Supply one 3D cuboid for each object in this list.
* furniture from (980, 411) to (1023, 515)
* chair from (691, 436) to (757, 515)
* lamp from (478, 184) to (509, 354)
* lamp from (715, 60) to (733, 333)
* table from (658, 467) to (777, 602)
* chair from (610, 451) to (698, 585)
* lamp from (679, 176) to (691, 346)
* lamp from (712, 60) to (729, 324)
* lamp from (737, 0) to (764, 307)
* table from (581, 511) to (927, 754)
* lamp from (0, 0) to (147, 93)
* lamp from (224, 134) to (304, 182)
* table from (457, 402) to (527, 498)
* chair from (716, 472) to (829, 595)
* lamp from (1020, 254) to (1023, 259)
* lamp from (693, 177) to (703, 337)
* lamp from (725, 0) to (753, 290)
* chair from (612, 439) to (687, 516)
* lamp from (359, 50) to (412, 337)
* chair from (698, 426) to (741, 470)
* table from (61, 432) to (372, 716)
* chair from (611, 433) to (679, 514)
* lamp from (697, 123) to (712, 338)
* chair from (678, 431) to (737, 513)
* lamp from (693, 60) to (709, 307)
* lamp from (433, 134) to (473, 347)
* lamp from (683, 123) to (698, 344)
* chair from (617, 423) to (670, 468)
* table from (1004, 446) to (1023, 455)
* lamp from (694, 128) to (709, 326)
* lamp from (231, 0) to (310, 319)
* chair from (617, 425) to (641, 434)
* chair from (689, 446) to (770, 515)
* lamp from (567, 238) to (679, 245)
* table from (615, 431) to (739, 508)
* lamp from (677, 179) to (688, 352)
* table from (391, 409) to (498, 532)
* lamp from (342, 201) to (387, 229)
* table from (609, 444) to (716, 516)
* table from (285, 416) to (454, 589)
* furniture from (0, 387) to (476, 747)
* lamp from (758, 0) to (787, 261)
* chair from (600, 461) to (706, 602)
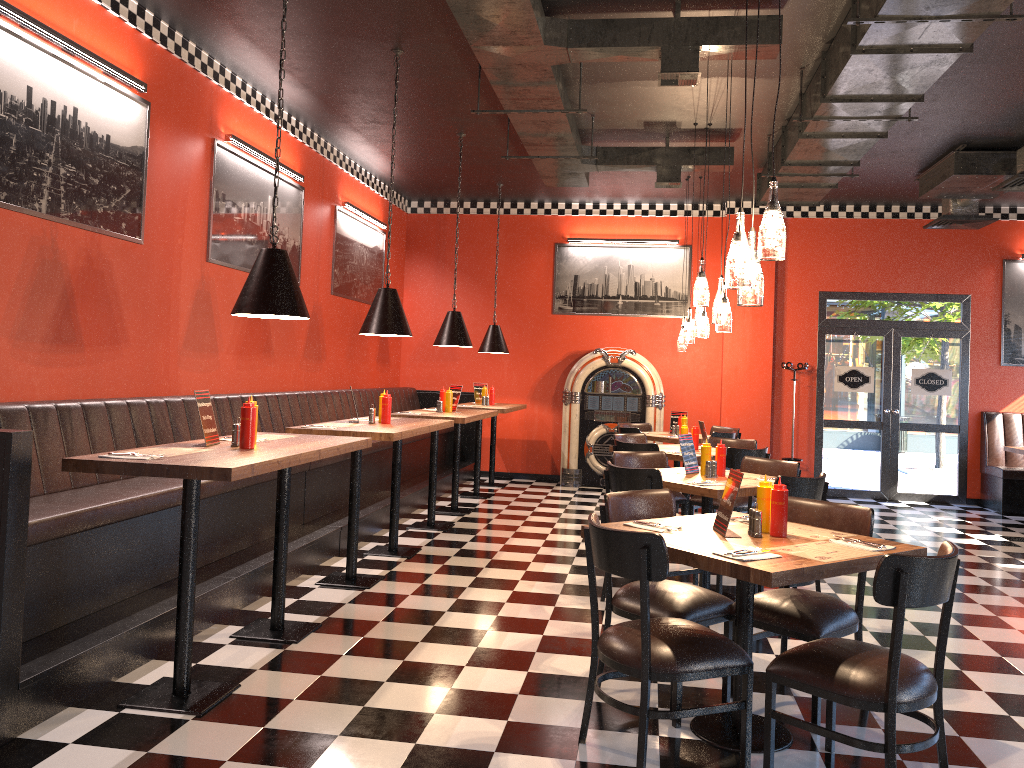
[{"bbox_3d":[6.499,0.938,10.328,1.709,1.156,0.705,2,-1,9],"label":"furniture"},{"bbox_3d":[1.939,0.934,8.073,0.486,0.868,0.544,1,-1,32],"label":"chair"},{"bbox_3d":[-0.183,-1.398,10.711,0.381,2.047,0.382,4,-2,-40],"label":"lamp"},{"bbox_3d":[1.396,-1.315,5.723,0.108,1.968,0.108,2,-2,21],"label":"lamp"},{"bbox_3d":[1.257,0.985,5.697,0.955,0.775,0.960,2,0,-36],"label":"table"},{"bbox_3d":[0.967,0.921,6.187,0.486,0.868,0.544,3,-1,-27],"label":"chair"},{"bbox_3d":[1.945,-1.406,9.887,0.108,1.968,0.108,4,-2,-39],"label":"lamp"},{"bbox_3d":[1.403,-1.375,5.848,0.108,1.968,0.108,4,-2,-39],"label":"lamp"},{"bbox_3d":[1.015,-1.303,3.668,0.108,1.968,0.108,3,-2,-34],"label":"lamp"},{"bbox_3d":[0.941,1.001,3.559,0.959,0.775,0.957,2,0,-36],"label":"table"},{"bbox_3d":[-2.488,-1.891,4.972,0.081,0.056,1.443,2,1,9],"label":"lamp"},{"bbox_3d":[-2.089,-1.909,7.559,0.081,0.056,1.443,2,1,9],"label":"lamp"},{"bbox_3d":[-0.305,0.751,10.462,0.696,1.001,1.690,2,0,9],"label":"table"},{"bbox_3d":[1.588,0.956,5.326,0.486,0.868,0.544,3,-1,-39],"label":"chair"},{"bbox_3d":[6.495,-1.538,10.741,0.610,0.056,0.081,2,0,9],"label":"lamp"},{"bbox_3d":[2.080,-1.513,9.891,0.108,1.968,0.108,1,-2,41],"label":"lamp"},{"bbox_3d":[0.943,-1.364,3.572,0.108,1.968,0.108,2,-2,-4],"label":"lamp"},{"bbox_3d":[1.134,0.911,7.483,0.544,0.868,0.486,3,-2,-41],"label":"chair"},{"bbox_3d":[-0.859,-1.368,6.333,0.381,2.047,0.382,4,-2,-40],"label":"lamp"},{"bbox_3d":[2.303,0.922,10.119,0.544,0.868,0.486,3,-1,-26],"label":"chair"},{"bbox_3d":[-1.277,0.794,4.171,0.696,1.001,1.690,2,0,9],"label":"table"},{"bbox_3d":[1.198,0.904,8.194,0.486,0.868,0.545,3,-2,-44],"label":"chair"},{"bbox_3d":[1.716,-1.388,7.814,0.108,1.968,0.108,3,-2,-9],"label":"lamp"},{"bbox_3d":[2.093,0.923,9.423,0.545,0.868,0.485,1,-2,41],"label":"chair"},{"bbox_3d":[1.277,-1.493,5.851,0.108,1.968,0.108,3,-2,-19],"label":"lamp"},{"bbox_3d":[-0.525,-1.383,8.497,0.381,2.047,0.382,4,-2,-40],"label":"lamp"},{"bbox_3d":[1.591,-1.334,7.817,0.108,1.968,0.108,2,-2,21],"label":"lamp"},{"bbox_3d":[1.481,0.890,10.162,0.486,0.868,0.544,3,-1,-27],"label":"chair"},{"bbox_3d":[6.356,1.134,9.491,1.692,0.775,0.955,2,0,9],"label":"table"},{"bbox_3d":[1.720,-1.502,7.948,0.108,1.968,0.108,3,-2,-34],"label":"lamp"},{"bbox_3d":[-1.155,-1.355,4.419,0.381,2.047,0.382,4,-2,-40],"label":"lamp"},{"bbox_3d":[1.402,0.895,9.562,0.544,0.868,0.486,3,-1,-16],"label":"chair"},{"bbox_3d":[1.819,0.939,7.333,0.486,0.868,0.544,3,-1,-32],"label":"chair"},{"bbox_3d":[1.442,-1.858,11.533,1.444,0.056,0.081,2,0,9],"label":"lamp"},{"bbox_3d":[1.809,0.954,9.826,0.955,0.775,0.960,2,0,-36],"label":"table"},{"bbox_3d":[1.948,-1.348,10.008,0.108,1.968,0.108,3,-2,-9],"label":"lamp"},{"bbox_3d":[-0.631,0.765,8.348,0.696,1.001,1.690,2,0,9],"label":"table"},{"bbox_3d":[-1.685,-1.927,10.172,0.081,0.056,1.443,2,1,9],"label":"lamp"},{"bbox_3d":[1.526,0.968,7.820,0.955,0.775,0.960,2,0,-36],"label":"table"},{"bbox_3d":[-0.953,0.779,6.265,0.696,1.001,1.690,2,0,9],"label":"table"},{"bbox_3d":[-1.663,0.661,7.530,1.104,1.150,8.749,2,1,9],"label":"furniture"},{"bbox_3d":[1.055,-1.471,3.501,0.108,1.968,0.108,2,-2,1],"label":"lamp"},{"bbox_3d":[0.847,0.926,5.448,0.544,0.868,0.486,3,-1,-33],"label":"chair"}]
